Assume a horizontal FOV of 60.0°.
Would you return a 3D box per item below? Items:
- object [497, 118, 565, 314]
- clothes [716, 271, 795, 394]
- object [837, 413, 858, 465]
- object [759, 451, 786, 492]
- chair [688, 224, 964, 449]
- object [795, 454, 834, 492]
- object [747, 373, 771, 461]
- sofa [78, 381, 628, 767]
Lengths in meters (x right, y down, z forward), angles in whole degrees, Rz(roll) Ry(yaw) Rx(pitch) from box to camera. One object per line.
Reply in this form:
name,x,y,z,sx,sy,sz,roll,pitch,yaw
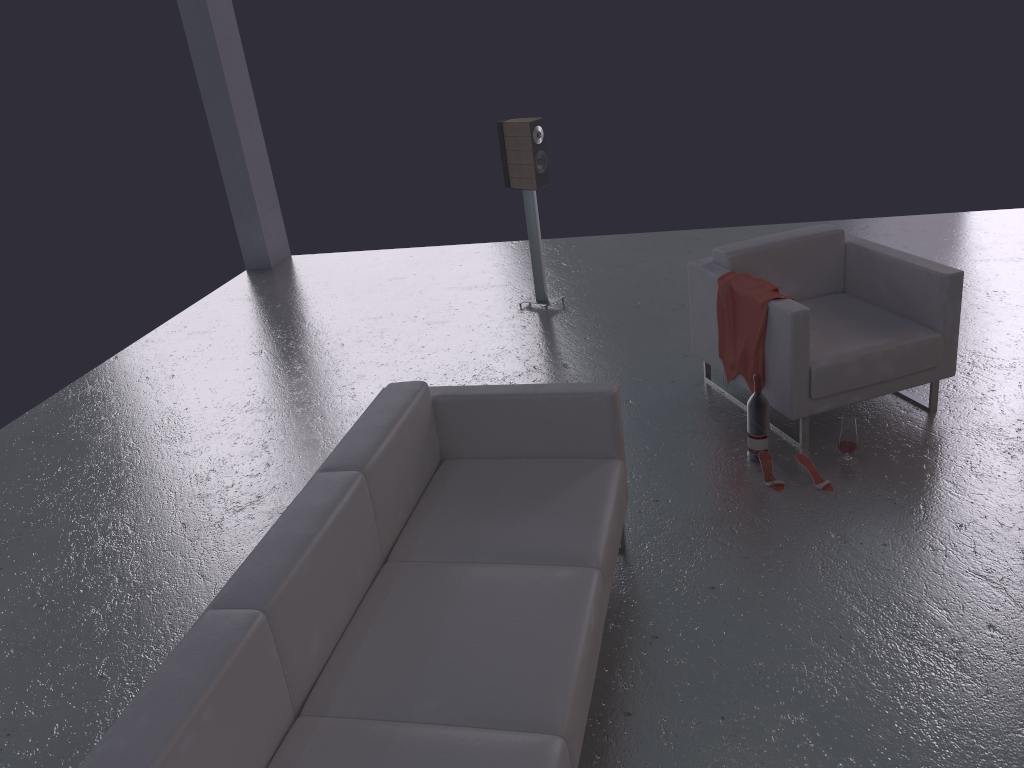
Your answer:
object,0.134,-1.204,6.387,0.333,1.363,0.243,15,33,42
clothes,1.248,-0.231,4.476,0.254,0.604,0.574,-14,25,-13
object,1.552,0.252,4.096,0.091,0.233,0.091,13,31,39
object,1.181,0.400,4.057,0.079,0.087,0.235,-10,24,-6
chair,1.590,-0.310,4.636,0.936,0.808,1.026,-14,25,-13
object,1.369,0.399,4.002,0.079,0.087,0.235,-15,25,-16
object,1.162,0.153,4.185,0.109,0.435,0.109,13,31,38
sofa,-0.264,0.792,2.720,1.026,0.824,2.353,-1,25,14
